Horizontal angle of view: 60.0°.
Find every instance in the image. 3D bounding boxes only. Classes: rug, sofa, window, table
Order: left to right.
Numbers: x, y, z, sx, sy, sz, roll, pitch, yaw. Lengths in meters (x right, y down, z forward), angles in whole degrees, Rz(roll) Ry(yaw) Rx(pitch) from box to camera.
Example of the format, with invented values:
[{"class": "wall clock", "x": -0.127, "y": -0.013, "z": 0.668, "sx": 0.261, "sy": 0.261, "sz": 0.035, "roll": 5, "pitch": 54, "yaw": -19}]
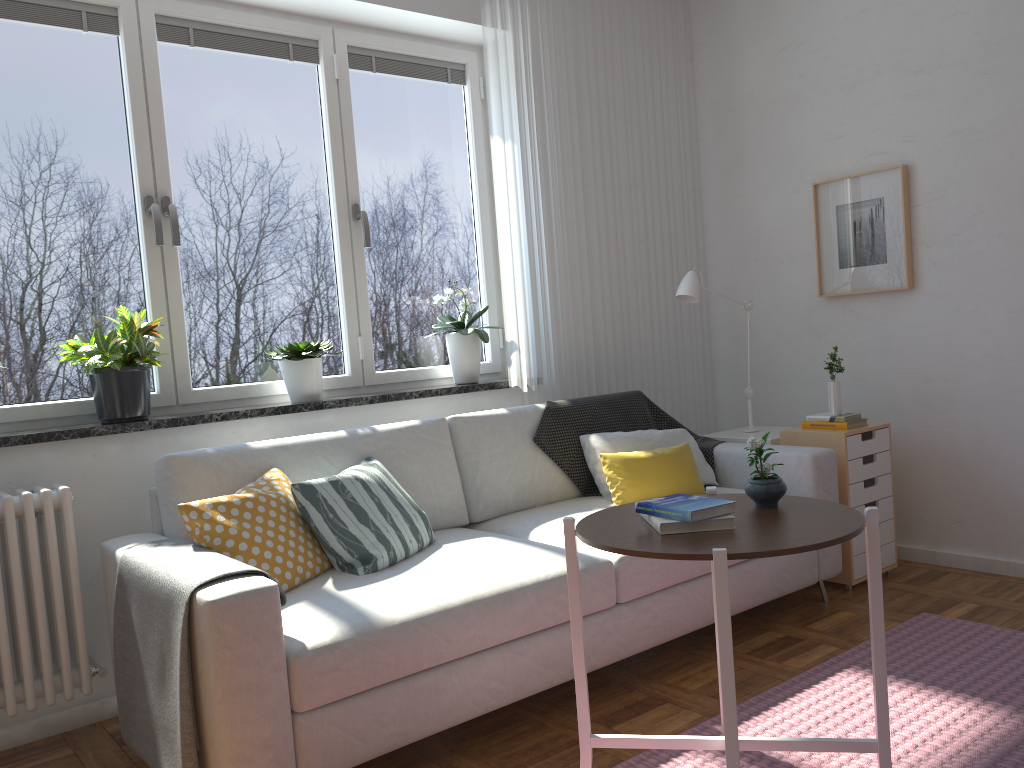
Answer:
[{"class": "window", "x": -1.256, "y": -0.645, "z": 3.143, "sx": 3.017, "sy": 1.512, "sz": 0.151, "roll": -7, "pitch": 4, "yaw": -38}, {"class": "sofa", "x": 0.015, "y": 0.535, "z": 3.058, "sx": 2.459, "sy": 0.844, "sz": 1.004, "roll": -7, "pitch": 4, "yaw": -38}, {"class": "table", "x": 0.475, "y": 0.628, "z": 1.984, "sx": 0.617, "sy": 0.688, "sz": 0.618, "roll": -7, "pitch": 4, "yaw": -39}, {"class": "rug", "x": 1.265, "y": 0.929, "z": 1.537, "sx": 2.455, "sy": 0.008, "sz": 2.366, "roll": -7, "pitch": 3, "yaw": -38}]

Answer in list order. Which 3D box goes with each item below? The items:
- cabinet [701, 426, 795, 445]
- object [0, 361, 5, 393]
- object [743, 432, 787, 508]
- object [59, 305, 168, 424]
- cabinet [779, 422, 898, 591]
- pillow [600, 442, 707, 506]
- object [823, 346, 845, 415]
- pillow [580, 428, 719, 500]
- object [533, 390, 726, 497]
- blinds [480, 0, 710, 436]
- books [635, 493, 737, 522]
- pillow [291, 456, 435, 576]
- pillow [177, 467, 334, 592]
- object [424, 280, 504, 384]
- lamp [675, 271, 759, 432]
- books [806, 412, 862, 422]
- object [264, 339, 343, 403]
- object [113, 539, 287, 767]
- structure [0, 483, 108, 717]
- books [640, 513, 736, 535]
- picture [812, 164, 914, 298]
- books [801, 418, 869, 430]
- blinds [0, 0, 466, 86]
[{"class": "cabinet", "x": 1.163, "y": 0.520, "z": 4.096, "sx": 0.400, "sy": 0.601, "sz": 0.400, "roll": -7, "pitch": 4, "yaw": -38}, {"class": "object", "x": -1.702, "y": 0.016, "z": 2.654, "sx": 0.371, "sy": 0.309, "sz": 0.379, "roll": -3, "pitch": 3, "yaw": 27}, {"class": "object", "x": 0.584, "y": 0.197, "z": 2.057, "sx": 0.096, "sy": 0.175, "sz": 0.108, "roll": -2, "pitch": 4, "yaw": 31}, {"class": "object", "x": -1.309, "y": -0.065, "z": 2.926, "sx": 0.333, "sy": 0.385, "sz": 0.299, "roll": -6, "pitch": 4, "yaw": -23}, {"class": "cabinet", "x": 1.377, "y": 0.499, "z": 3.736, "sx": 0.348, "sy": 0.644, "sz": 0.301, "roll": -7, "pitch": 4, "yaw": -38}, {"class": "pillow", "x": 0.537, "y": 0.340, "z": 3.375, "sx": 0.401, "sy": 0.194, "sz": 0.210, "roll": -5, "pitch": 3, "yaw": -21}, {"class": "object", "x": 1.342, "y": -0.016, "z": 3.683, "sx": 0.081, "sy": 0.287, "sz": 0.085, "roll": -7, "pitch": 4, "yaw": -32}, {"class": "pillow", "x": 0.558, "y": 0.312, "z": 3.583, "sx": 0.532, "sy": 0.260, "sz": 0.301, "roll": -6, "pitch": 3, "yaw": -24}, {"class": "object", "x": 0.548, "y": 0.358, "z": 3.768, "sx": 0.677, "sy": 0.649, "sz": 0.977, "roll": -3, "pitch": 3, "yaw": 22}, {"class": "blinds", "x": 0.464, "y": -0.583, "z": 4.139, "sx": 1.291, "sy": 2.890, "sz": 0.055, "roll": -7, "pitch": 5, "yaw": -38}, {"class": "books", "x": 0.377, "y": 0.268, "z": 1.931, "sx": 0.136, "sy": 0.024, "sz": 0.174, "roll": -6, "pitch": 3, "yaw": -33}, {"class": "pillow", "x": -0.450, "y": 0.399, "z": 2.781, "sx": 0.309, "sy": 0.289, "sz": 0.469, "roll": -3, "pitch": 3, "yaw": 23}, {"class": "pillow", "x": -0.721, "y": 0.431, "z": 2.588, "sx": 0.313, "sy": 0.318, "sz": 0.464, "roll": -3, "pitch": 3, "yaw": 20}, {"class": "object", "x": -0.241, "y": -0.221, "z": 3.857, "sx": 0.340, "sy": 0.444, "sz": 0.286, "roll": -2, "pitch": 4, "yaw": 40}, {"class": "lamp", "x": 0.177, "y": 0.315, "z": 2.090, "sx": 0.332, "sy": 1.348, "sz": 4.586, "roll": -3, "pitch": 3, "yaw": 22}, {"class": "books", "x": 1.346, "y": 0.139, "z": 3.705, "sx": 0.136, "sy": 0.024, "sz": 0.175, "roll": -7, "pitch": 3, "yaw": -38}, {"class": "object", "x": -0.788, "y": -0.052, "z": 3.360, "sx": 0.283, "sy": 0.237, "sz": 0.267, "roll": -2, "pitch": 4, "yaw": 34}, {"class": "object", "x": -0.817, "y": 0.703, "z": 2.288, "sx": 0.288, "sy": 0.534, "sz": 0.608, "roll": -7, "pitch": 4, "yaw": -38}, {"class": "structure", "x": -1.667, "y": 0.648, "z": 2.419, "sx": 0.971, "sy": 0.624, "sz": 0.224, "roll": -7, "pitch": 4, "yaw": -38}, {"class": "books", "x": 0.382, "y": 0.292, "z": 1.956, "sx": 0.162, "sy": 0.026, "sz": 0.209, "roll": -5, "pitch": 3, "yaw": -3}, {"class": "picture", "x": 1.553, "y": -0.666, "z": 3.943, "sx": 0.050, "sy": 0.524, "sz": 0.431, "roll": -7, "pitch": 4, "yaw": -38}, {"class": "books", "x": 1.351, "y": 0.165, "z": 3.712, "sx": 0.163, "sy": 0.028, "sz": 0.210, "roll": -7, "pitch": 3, "yaw": -38}, {"class": "blinds", "x": -1.326, "y": -1.264, "z": 3.131, "sx": 2.842, "sy": 0.098, "sz": 0.015, "roll": -7, "pitch": 4, "yaw": -38}]
